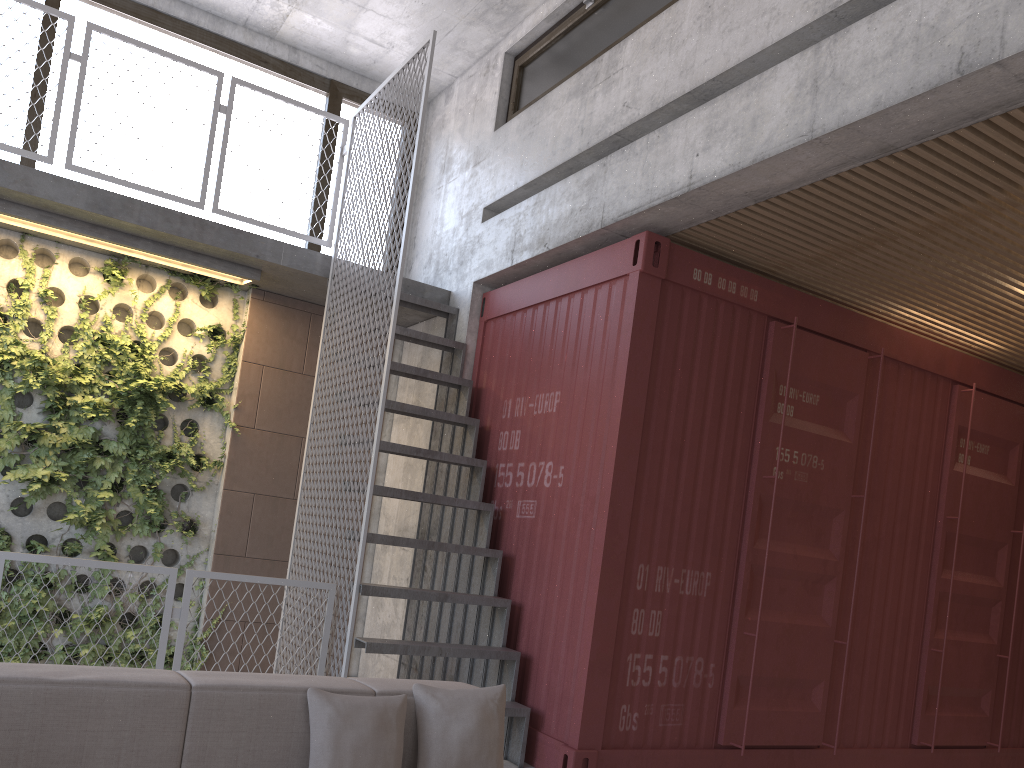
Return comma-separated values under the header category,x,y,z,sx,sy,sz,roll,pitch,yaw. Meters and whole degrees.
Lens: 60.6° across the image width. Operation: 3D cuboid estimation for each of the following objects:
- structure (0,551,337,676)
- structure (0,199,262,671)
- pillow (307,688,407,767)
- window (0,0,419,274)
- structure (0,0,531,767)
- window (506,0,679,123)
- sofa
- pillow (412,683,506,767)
category,x,y,z,sx,sy,sz,roll,pitch,yaw
structure,-3.459,1.258,4.818,4.483,0.923,1.932,13,-11,-30
structure,-3.149,0.556,6.160,2.658,3.783,1.002,10,-4,-30
pillow,-0.516,1.214,2.934,0.375,0.355,0.186,11,-5,-30
window,-2.470,-1.858,6.766,3.611,1.732,0.109,13,-4,-30
structure,-2.007,0.012,5.512,3.727,4.271,3.037,11,-6,-30
window,2.094,-2.542,2.908,0.114,0.600,8.464,9,-10,-29
sofa,-0.786,1.137,1.536,3.035,0.776,3.021,13,-11,-29
pillow,-0.185,1.262,3.151,0.366,0.363,0.188,11,-5,-25
